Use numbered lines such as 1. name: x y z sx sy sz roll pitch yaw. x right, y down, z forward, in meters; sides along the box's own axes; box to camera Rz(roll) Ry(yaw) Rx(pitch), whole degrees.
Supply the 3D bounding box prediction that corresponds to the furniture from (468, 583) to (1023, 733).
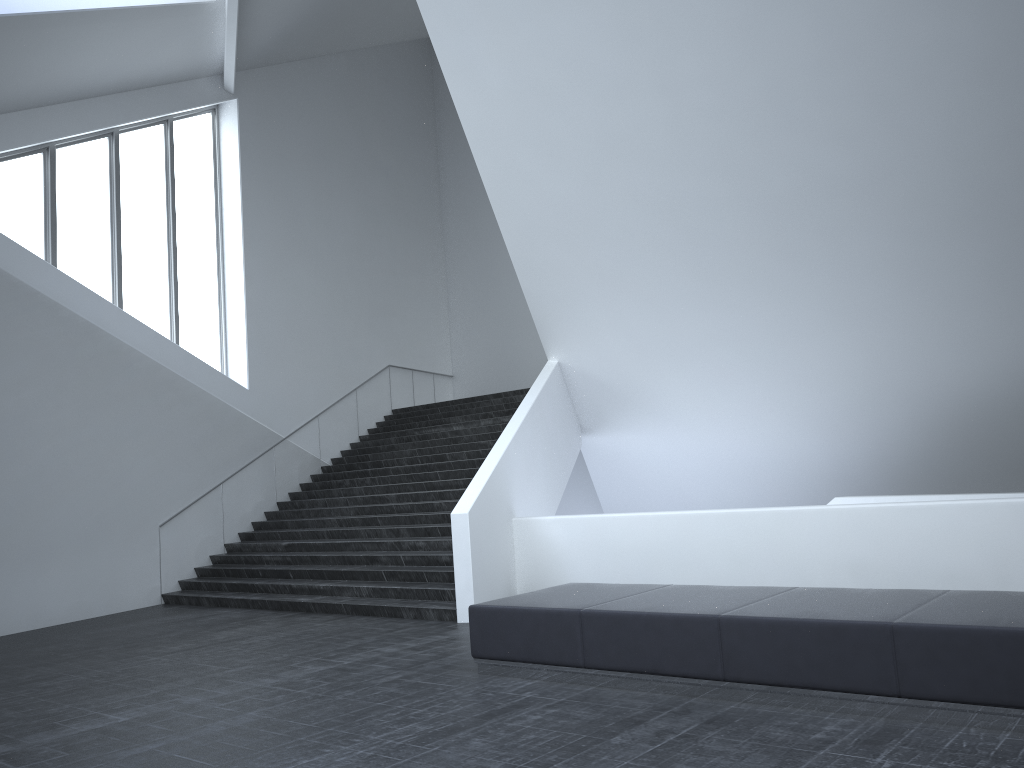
1. furniture: 2.326 1.824 6.220 5.742 0.580 1.488 -9 -8 39
